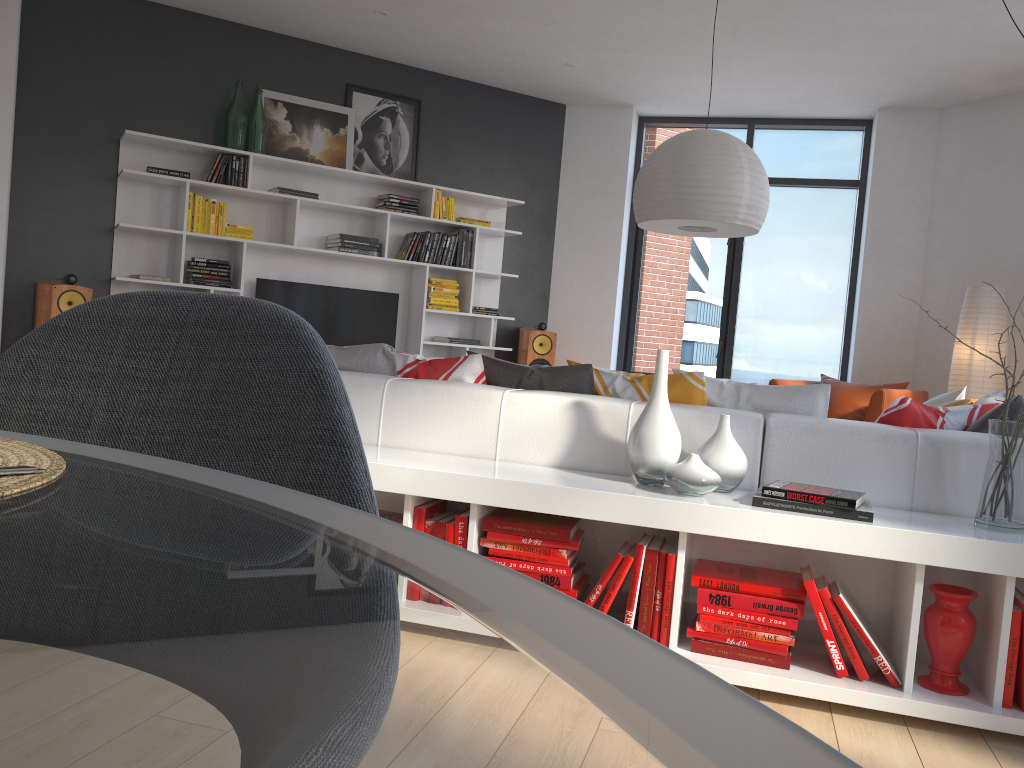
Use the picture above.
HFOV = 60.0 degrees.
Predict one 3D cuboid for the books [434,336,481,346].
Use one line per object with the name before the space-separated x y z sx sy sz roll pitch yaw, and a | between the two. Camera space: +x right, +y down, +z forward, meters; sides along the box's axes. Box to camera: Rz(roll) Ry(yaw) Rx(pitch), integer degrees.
books | -0.446 -0.349 7.184 0.310 0.047 0.250 3 3 -34

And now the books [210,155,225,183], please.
books | -2.060 -1.479 6.164 0.087 0.214 0.171 3 3 -29

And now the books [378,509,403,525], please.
books | -0.422 0.428 2.804 0.206 0.029 0.152 6 3 21

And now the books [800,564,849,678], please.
books | 0.845 0.638 2.408 0.134 0.248 0.192 6 3 15

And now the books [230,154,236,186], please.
books | -1.968 -1.483 6.208 0.025 0.232 0.176 3 3 -30

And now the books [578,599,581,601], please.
books | 0.049 0.644 2.610 0.282 0.030 0.188 6 3 17

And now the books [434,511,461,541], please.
books | -0.195 0.532 2.706 0.034 0.259 0.207 6 3 15

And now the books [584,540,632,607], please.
books | 0.258 0.582 2.562 0.144 0.247 0.188 6 3 16

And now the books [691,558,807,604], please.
books | 0.668 0.554 2.505 0.301 0.032 0.227 6 3 15

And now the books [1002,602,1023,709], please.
books | 1.257 0.678 2.268 0.026 0.250 0.168 6 3 15

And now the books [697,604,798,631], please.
books | 0.660 0.623 2.467 0.261 0.027 0.191 6 3 19

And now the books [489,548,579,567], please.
books | 0.069 0.496 2.622 0.236 0.023 0.178 6 3 15

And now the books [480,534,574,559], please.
books | 0.055 0.471 2.634 0.257 0.025 0.182 6 3 15

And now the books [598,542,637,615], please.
books | 0.296 0.586 2.544 0.115 0.245 0.192 6 3 15

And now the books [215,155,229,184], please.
books | -2.029 -1.477 6.167 0.074 0.212 0.154 3 3 -31

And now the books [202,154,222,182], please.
books | -2.085 -1.482 6.143 0.096 0.213 0.166 3 3 -31

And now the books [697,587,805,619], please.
books | 0.665 0.590 2.482 0.279 0.039 0.206 5 3 14

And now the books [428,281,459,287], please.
books | -0.559 -0.800 7.100 0.223 0.023 0.163 4 3 -26

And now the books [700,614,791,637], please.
books | 0.648 0.648 2.466 0.236 0.023 0.178 6 3 15

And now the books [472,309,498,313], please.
books | -0.238 -0.592 7.231 0.198 0.015 0.142 3 3 -31

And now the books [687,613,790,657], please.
books | 0.636 0.695 2.471 0.266 0.026 0.187 6 3 21

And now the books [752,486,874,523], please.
books | 0.822 0.325 2.423 0.300 0.026 0.245 6 3 20

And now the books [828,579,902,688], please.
books | 0.941 0.663 2.376 0.186 0.223 0.188 6 3 16

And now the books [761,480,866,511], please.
books | 0.817 0.299 2.398 0.238 0.027 0.188 6 3 29

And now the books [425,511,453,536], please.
books | -0.228 0.530 2.714 0.031 0.255 0.181 6 3 15

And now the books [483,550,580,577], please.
books | 0.059 0.520 2.630 0.261 0.027 0.191 5 2 11

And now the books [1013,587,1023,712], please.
books | 1.295 0.672 2.265 0.050 0.268 0.198 6 3 15

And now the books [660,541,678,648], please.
books | 0.448 0.591 2.494 0.028 0.269 0.181 6 3 15

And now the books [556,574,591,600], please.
books | 0.066 0.589 2.646 0.301 0.032 0.227 6 3 15

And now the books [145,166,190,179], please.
books | -2.328 -1.413 5.994 0.268 0.046 0.208 4 3 -26

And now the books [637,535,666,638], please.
books | 0.399 0.585 2.533 0.038 0.270 0.215 6 3 15

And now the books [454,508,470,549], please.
books | -0.125 0.523 2.681 0.049 0.291 0.214 6 3 15

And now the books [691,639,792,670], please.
books | 0.645 0.726 2.478 0.259 0.034 0.206 6 3 18

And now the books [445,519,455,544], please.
books | -0.161 0.535 2.686 0.042 0.259 0.195 6 3 15

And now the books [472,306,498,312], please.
books | -0.242 -0.613 7.244 0.213 0.023 0.161 4 3 -26

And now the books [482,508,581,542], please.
books | 0.061 0.416 2.633 0.259 0.034 0.206 5 2 12

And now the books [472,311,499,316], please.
books | -0.237 -0.573 7.230 0.213 0.023 0.161 4 3 -26

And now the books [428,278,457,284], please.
books | -0.577 -0.826 7.114 0.223 0.023 0.163 4 3 -26

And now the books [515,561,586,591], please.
books | 0.063 0.553 2.647 0.279 0.039 0.206 6 3 16

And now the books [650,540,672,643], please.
books | 0.425 0.591 2.516 0.028 0.266 0.188 6 3 15

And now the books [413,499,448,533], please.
books | -0.260 0.510 2.720 0.036 0.294 0.208 6 3 15

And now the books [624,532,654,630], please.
books | 0.358 0.577 2.527 0.046 0.282 0.199 6 3 15

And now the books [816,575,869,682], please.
books | 0.888 0.651 2.390 0.148 0.232 0.171 6 3 17

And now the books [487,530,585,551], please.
books | 0.074 0.447 2.622 0.266 0.026 0.187 5 2 10

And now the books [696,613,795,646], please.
books | 0.650 0.671 2.474 0.257 0.025 0.182 6 3 15
